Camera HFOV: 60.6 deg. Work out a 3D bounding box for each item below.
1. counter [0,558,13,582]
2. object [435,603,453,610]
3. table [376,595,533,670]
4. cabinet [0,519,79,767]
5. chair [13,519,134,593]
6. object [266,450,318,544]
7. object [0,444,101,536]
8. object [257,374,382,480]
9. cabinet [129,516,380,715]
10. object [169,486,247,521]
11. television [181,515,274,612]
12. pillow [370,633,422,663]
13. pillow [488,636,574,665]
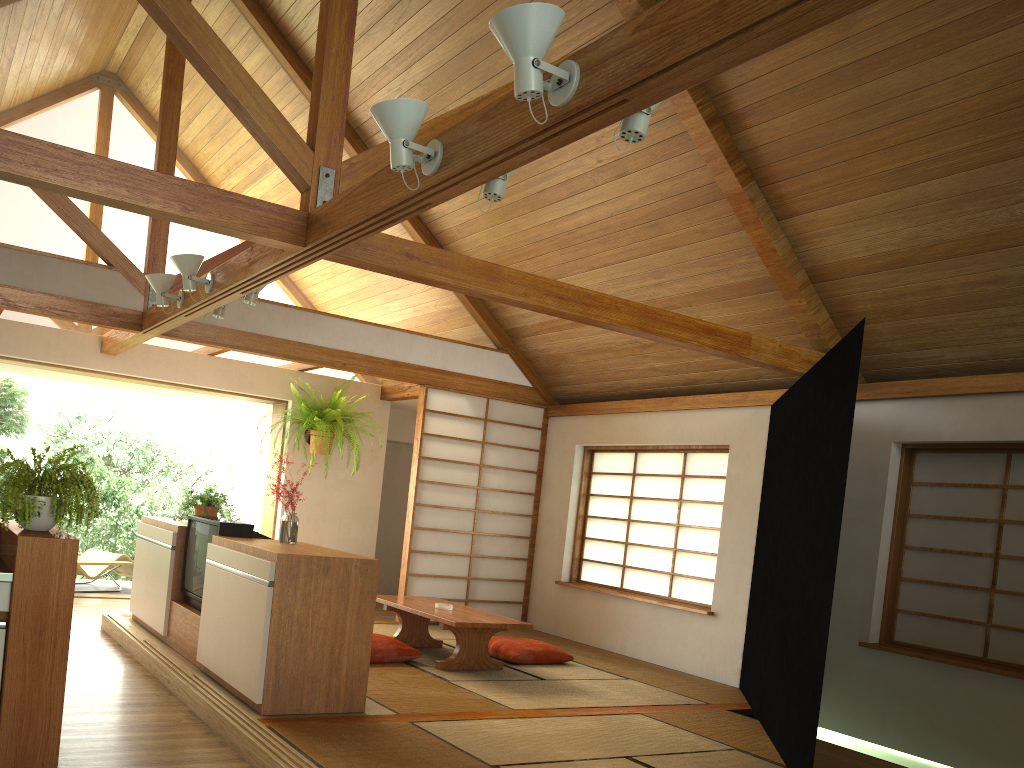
[{"bbox_3d":[-2.924,0.506,2.631,2.451,0.168,0.655,11,-9,-31],"label":"counter"},{"bbox_3d":[-0.462,1.513,5.952,0.126,0.030,0.113,1,-9,31],"label":"object"},{"bbox_3d":[-0.481,1.700,5.983,0.570,0.335,1.277,10,-9,-33],"label":"table"},{"bbox_3d":[-2.926,0.796,2.763,2.640,0.879,0.889,10,-5,-31],"label":"cabinet"},{"bbox_3d":[-4.051,1.620,8.280,0.848,0.625,1.176,3,-7,32],"label":"chair"},{"bbox_3d":[-1.216,0.613,4.732,0.226,0.500,0.236,6,0,-26],"label":"object"},{"bbox_3d":[-1.773,0.391,3.299,0.445,0.350,0.507,7,-5,-8],"label":"object"},{"bbox_3d":[-1.739,0.431,8.333,1.204,1.127,1.122,9,-5,-39],"label":"object"},{"bbox_3d":[-1.690,1.259,5.233,0.527,0.735,2.814,7,-7,-34],"label":"cabinet"},{"bbox_3d":[-2.191,0.902,6.173,0.514,0.375,0.557,4,-6,18],"label":"object"},{"bbox_3d":[-1.646,1.090,5.244,0.465,0.538,0.679,8,-5,-33],"label":"television"},{"bbox_3d":[-0.956,1.712,5.733,0.526,0.148,0.598,12,-10,-38],"label":"pillow"},{"bbox_3d":[0.055,1.914,6.328,0.527,0.131,0.596,11,-9,-33],"label":"pillow"}]
